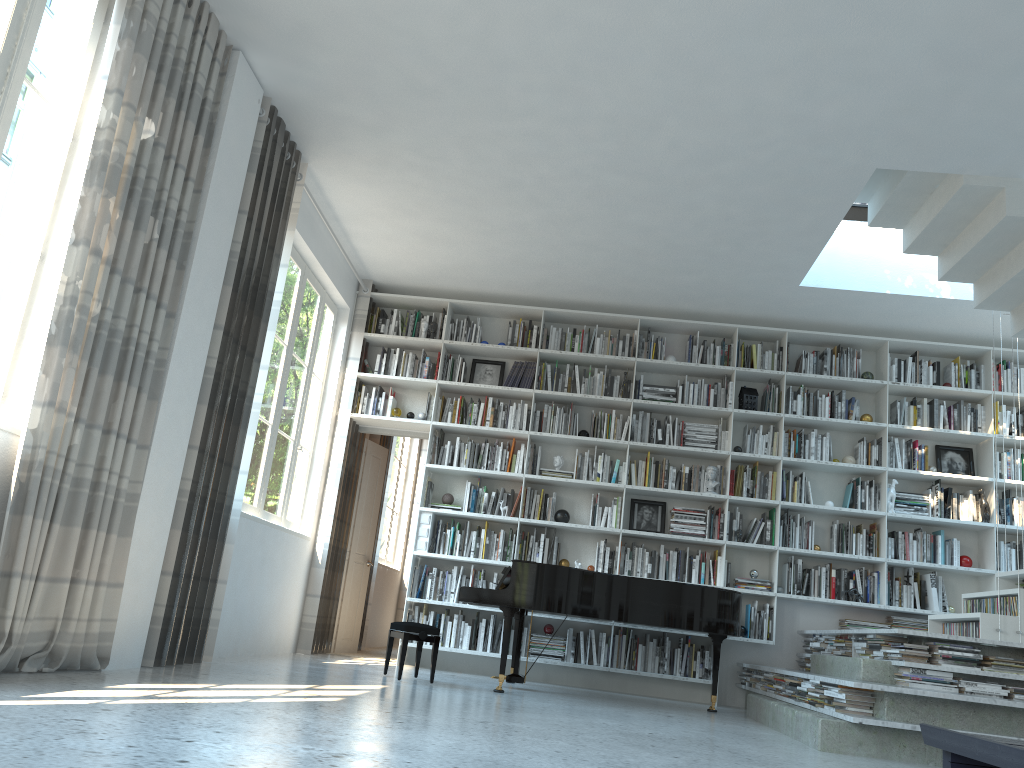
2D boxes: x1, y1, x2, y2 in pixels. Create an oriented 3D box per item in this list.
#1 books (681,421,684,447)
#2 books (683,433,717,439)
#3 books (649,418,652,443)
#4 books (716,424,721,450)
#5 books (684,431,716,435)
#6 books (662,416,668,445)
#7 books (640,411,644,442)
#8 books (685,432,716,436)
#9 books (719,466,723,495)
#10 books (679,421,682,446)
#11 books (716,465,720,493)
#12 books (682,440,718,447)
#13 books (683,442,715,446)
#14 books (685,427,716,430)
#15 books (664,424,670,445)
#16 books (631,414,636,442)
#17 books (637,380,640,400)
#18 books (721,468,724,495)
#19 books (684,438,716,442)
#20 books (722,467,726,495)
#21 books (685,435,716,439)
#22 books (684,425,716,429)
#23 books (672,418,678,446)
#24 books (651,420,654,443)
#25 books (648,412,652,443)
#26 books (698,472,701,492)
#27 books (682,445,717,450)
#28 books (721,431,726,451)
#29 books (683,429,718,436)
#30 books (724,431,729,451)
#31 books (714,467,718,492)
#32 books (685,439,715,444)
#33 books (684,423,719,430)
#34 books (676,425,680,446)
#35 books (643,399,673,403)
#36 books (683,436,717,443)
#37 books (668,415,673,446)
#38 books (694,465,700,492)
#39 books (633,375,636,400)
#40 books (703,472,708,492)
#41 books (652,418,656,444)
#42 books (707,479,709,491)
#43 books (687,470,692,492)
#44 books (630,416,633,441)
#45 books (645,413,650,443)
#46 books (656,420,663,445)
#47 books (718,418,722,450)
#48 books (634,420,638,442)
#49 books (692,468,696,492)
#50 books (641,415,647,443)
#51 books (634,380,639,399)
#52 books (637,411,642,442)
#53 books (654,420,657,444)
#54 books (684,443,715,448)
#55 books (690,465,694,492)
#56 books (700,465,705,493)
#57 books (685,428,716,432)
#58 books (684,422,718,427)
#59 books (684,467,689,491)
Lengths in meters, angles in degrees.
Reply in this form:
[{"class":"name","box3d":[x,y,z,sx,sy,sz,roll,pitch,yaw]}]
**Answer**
[{"class":"books","box3d":[1.447,0.455,7.587,0.013,0.246,0.177,6,-15,5]},{"class":"books","box3d":[1.605,0.460,7.596,0.285,0.012,0.160,5,-15,8]},{"class":"books","box3d":[1.187,0.433,7.630,0.011,0.251,0.153,6,-15,5]},{"class":"books","box3d":[1.758,0.484,7.567,0.012,0.253,0.161,6,-15,5]},{"class":"books","box3d":[1.608,0.437,7.604,0.254,0.012,0.161,5,-15,7]},{"class":"books","box3d":[1.310,0.430,7.627,0.022,0.284,0.131,6,-15,5]},{"class":"books","box3d":[1.115,0.400,7.658,0.014,0.312,0.134,6,-15,5]},{"class":"books","box3d":[1.606,0.448,7.599,0.254,0.012,0.161,6,-15,2]},{"class":"books","box3d":[1.750,0.836,7.479,0.014,0.265,0.154,6,-15,5]},{"class":"books","box3d":[1.434,0.458,7.600,0.015,0.244,0.183,6,-15,5]},{"class":"books","box3d":[1.732,0.833,7.499,0.025,0.278,0.108,6,-15,5]},{"class":"books","box3d":[1.598,0.518,7.581,0.285,0.012,0.160,6,-15,2]},{"class":"books","box3d":[1.597,0.531,7.582,0.254,0.012,0.161,6,-15,4]},{"class":"books","box3d":[1.612,0.401,7.614,0.254,0.012,0.161,5,-15,7]},{"class":"books","box3d":[1.328,0.463,7.610,0.024,0.216,0.148,6,-15,5]},{"class":"books","box3d":[1.039,0.410,7.642,0.026,0.266,0.171,6,-15,5]},{"class":"books","box3d":[1.099,0.086,7.730,0.013,0.217,0.141,6,-15,5]},{"class":"books","box3d":[1.764,0.843,7.489,0.014,0.260,0.137,6,-15,5]},{"class":"books","box3d":[1.601,0.495,7.589,0.254,0.012,0.161,6,-15,3]},{"class":"books","box3d":[1.783,0.845,7.495,0.023,0.264,0.107,6,-15,5]},{"class":"books","box3d":[1.604,0.473,7.597,0.254,0.012,0.161,5,-15,6]},{"class":"books","box3d":[1.614,0.390,7.621,0.254,0.012,0.161,6,-15,5]},{"class":"books","box3d":[1.393,0.441,7.600,0.021,0.268,0.192,6,-15,5]},{"class":"books","box3d":[1.198,0.443,7.627,0.014,0.232,0.147,6,-15,5]},{"class":"books","box3d":[1.179,0.408,7.634,0.011,0.299,0.180,6,-15,5]},{"class":"books","box3d":[1.576,0.852,7.502,0.022,0.206,0.114,6,-15,5]},{"class":"books","box3d":[1.594,0.554,7.576,0.285,0.012,0.160,5,-15,6]},{"class":"books","box3d":[1.788,0.517,7.570,0.029,0.198,0.172,6,-15,5]},{"class":"books","box3d":[1.609,0.426,7.610,0.285,0.012,0.160,6,-15,4]},{"class":"books","box3d":[1.819,0.518,7.573,0.030,0.204,0.159,6,-15,5]},{"class":"books","box3d":[1.706,0.836,7.488,0.025,0.259,0.131,6,-15,5]},{"class":"books","box3d":[1.600,0.507,7.586,0.254,0.012,0.161,5,-15,7]},{"class":"books","box3d":[1.615,0.375,7.613,0.285,0.012,0.160,7,-15,0]},{"class":"books","box3d":[1.413,0.473,7.606,0.024,0.215,0.133,6,-15,5]},{"class":"books","box3d":[1.267,0.165,7.694,0.254,0.012,0.161,4,-15,10]},{"class":"books","box3d":[1.602,0.485,7.595,0.285,0.012,0.160,5,-15,6]},{"class":"books","box3d":[1.360,0.431,7.620,0.049,0.290,0.162,6,-15,5]},{"class":"books","box3d":[1.555,0.821,7.495,0.025,0.258,0.151,6,-15,5]},{"class":"books","box3d":[1.063,0.067,7.745,0.012,0.253,0.161,6,-15,5]},{"class":"books","box3d":[1.627,0.857,7.489,0.035,0.201,0.149,6,-15,5]},{"class":"books","box3d":[1.212,0.435,7.624,0.014,0.249,0.173,6,-15,5]},{"class":"books","box3d":[1.655,0.832,7.503,0.014,0.262,0.135,6,-15,5]},{"class":"books","box3d":[1.488,0.841,7.487,0.029,0.200,0.179,6,-15,5]},{"class":"books","box3d":[1.020,0.418,7.653,0.012,0.253,0.161,6,-15,5]},{"class":"books","box3d":[1.159,0.411,7.643,0.029,0.294,0.151,6,-15,5]},{"class":"books","box3d":[1.262,0.445,7.613,0.066,0.236,0.154,6,-15,5]},{"class":"books","box3d":[1.775,0.458,7.589,0.012,0.318,0.140,6,-15,5]},{"class":"books","box3d":[1.064,0.436,7.650,0.027,0.227,0.148,6,-15,5]},{"class":"books","box3d":[1.530,0.837,7.512,0.025,0.229,0.143,6,-15,5]},{"class":"books","box3d":[1.130,0.417,7.625,0.025,0.265,0.186,6,-15,5]},{"class":"books","box3d":[1.078,0.088,7.717,0.027,0.201,0.168,6,-15,5]},{"class":"books","box3d":[1.093,0.401,7.639,0.026,0.296,0.180,6,-15,5]},{"class":"books","box3d":[1.224,0.442,7.623,0.011,0.239,0.148,6,-15,5]},{"class":"books","box3d":[1.596,0.543,7.581,0.254,0.012,0.161,6,-15,5]},{"class":"books","box3d":[1.511,0.818,7.480,0.012,0.244,0.186,6,-15,5]},{"class":"books","box3d":[1.601,0.828,7.501,0.024,0.258,0.127,6,-15,5]},{"class":"books","box3d":[1.610,0.412,7.604,0.254,0.012,0.161,4,-15,10]},{"class":"books","box3d":[1.616,0.366,7.623,0.285,0.012,0.160,5,-15,7]},{"class":"books","box3d":[1.461,0.826,7.490,0.029,0.223,0.186,6,-15,5]}]
